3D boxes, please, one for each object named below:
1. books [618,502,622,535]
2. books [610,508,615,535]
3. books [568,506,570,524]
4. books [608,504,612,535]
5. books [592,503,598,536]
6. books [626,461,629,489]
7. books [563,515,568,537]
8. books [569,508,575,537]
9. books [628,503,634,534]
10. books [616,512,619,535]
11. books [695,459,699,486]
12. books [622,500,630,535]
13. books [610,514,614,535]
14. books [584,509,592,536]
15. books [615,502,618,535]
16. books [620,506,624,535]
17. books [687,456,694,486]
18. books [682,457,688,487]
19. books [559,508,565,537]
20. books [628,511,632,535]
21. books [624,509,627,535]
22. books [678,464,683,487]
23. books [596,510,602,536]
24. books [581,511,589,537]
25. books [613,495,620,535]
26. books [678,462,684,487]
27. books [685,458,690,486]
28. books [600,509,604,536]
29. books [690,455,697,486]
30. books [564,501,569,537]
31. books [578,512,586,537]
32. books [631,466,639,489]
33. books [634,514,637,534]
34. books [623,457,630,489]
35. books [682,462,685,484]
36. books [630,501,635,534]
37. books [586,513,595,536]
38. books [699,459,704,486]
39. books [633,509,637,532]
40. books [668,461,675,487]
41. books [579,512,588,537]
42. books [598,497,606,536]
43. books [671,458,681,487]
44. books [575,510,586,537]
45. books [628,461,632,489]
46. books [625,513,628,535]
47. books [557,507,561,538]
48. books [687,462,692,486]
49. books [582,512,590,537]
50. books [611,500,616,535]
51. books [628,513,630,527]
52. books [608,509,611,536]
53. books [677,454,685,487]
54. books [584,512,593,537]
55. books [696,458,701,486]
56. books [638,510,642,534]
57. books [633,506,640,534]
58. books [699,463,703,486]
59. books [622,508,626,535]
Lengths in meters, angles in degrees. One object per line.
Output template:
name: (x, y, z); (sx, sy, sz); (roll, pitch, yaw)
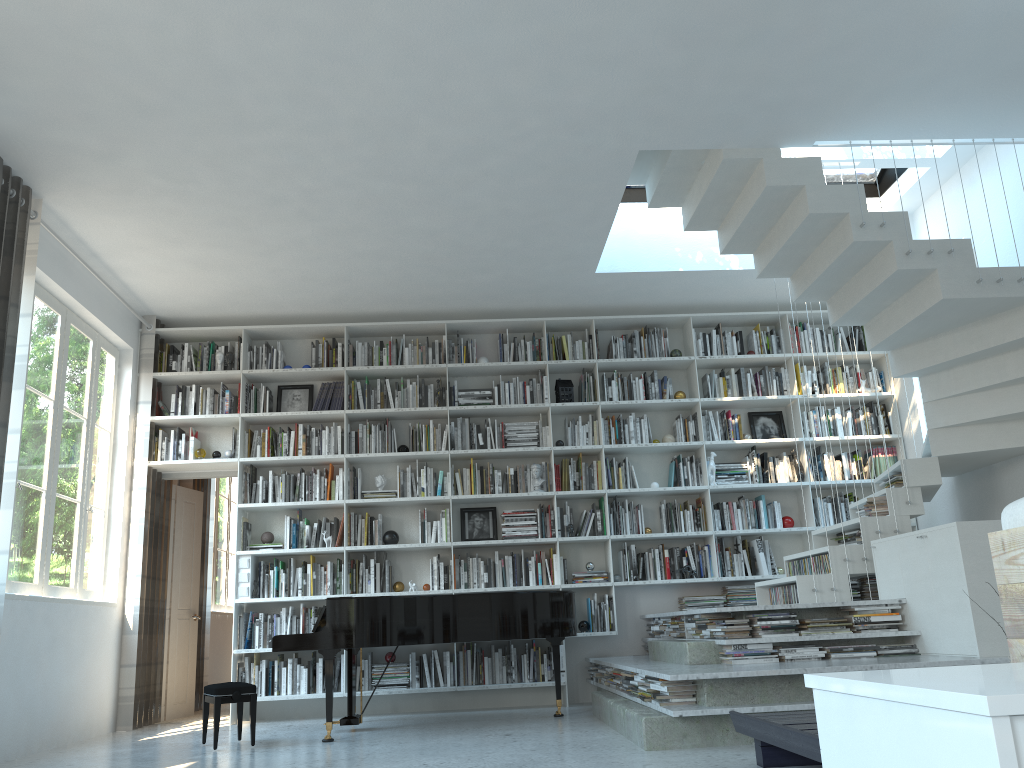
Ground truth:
books: (0.881, 1.121, 7.304); (0.005, 0.283, 0.159); (-2, -15, -3)
books: (0.823, 1.151, 7.317); (0.011, 0.238, 0.137); (-2, -15, -3)
books: (0.464, 1.148, 7.296); (0.012, 0.265, 0.158); (-2, -15, -3)
books: (0.798, 1.133, 7.300); (0.010, 0.266, 0.158); (-2, -15, -3)
books: (0.681, 1.131, 7.307); (0.013, 0.285, 0.139); (-2, -15, -3)
books: (0.949, 0.773, 7.412); (0.006, 0.273, 0.167); (-2, -15, -3)
books: (0.434, 1.178, 7.260); (0.027, 0.191, 0.183); (-2, -15, -3)
books: (0.488, 1.156, 7.295); (0.035, 0.247, 0.141); (-2, -15, -3)
books: (0.973, 1.127, 7.311); (0.012, 0.266, 0.183); (-2, -15, -3)
books: (0.860, 1.164, 7.307); (0.013, 0.204, 0.154); (-2, -15, -3)
books: (1.535, 0.768, 7.446); (0.013, 0.244, 0.159); (-2, -15, -3)
books: (0.940, 1.112, 7.307); (0.014, 0.296, 0.175); (-2, -15, -3)
books: (0.811, 1.173, 7.301); (0.015, 0.187, 0.168); (-2, -15, -3)
books: (0.614, 1.156, 7.293); (0.094, 0.238, 0.150); (-2, -15, -3)
books: (0.849, 1.125, 7.309); (0.006, 0.280, 0.155); (-2, -15, -3)
books: (0.891, 1.138, 7.302); (0.013, 0.248, 0.165); (-2, -15, -3)
books: (1.486, 0.756, 7.447); (0.032, 0.274, 0.155); (-2, -15, -3)
books: (1.438, 0.760, 7.434); (0.018, 0.262, 0.165); (-2, -15, -3)
books: (0.404, 1.155, 7.286); (0.028, 0.252, 0.143); (-2, -15, -3)
books: (0.961, 1.161, 7.313); (0.013, 0.202, 0.167); (-2, -15, -3)
books: (0.915, 1.153, 7.302); (0.013, 0.217, 0.161); (-2, -15, -3)
books: (1.395, 0.787, 7.423); (0.006, 0.209, 0.188); (-2, -15, -3)
books: (0.704, 1.155, 7.280); (0.029, 0.222, 0.171); (-2, -15, -3)
books: (0.588, 1.166, 7.296); (0.095, 0.225, 0.144); (-2, -15, -3)
books: (0.866, 1.100, 7.334); (0.007, 0.341, 0.150); (-2, -15, -3)
books: (1.404, 0.782, 7.425); (0.013, 0.218, 0.188); (-2, -15, -3)
books: (1.455, 0.762, 7.436); (0.015, 0.258, 0.152); (-2, -15, -3)
books: (0.729, 1.155, 7.293); (0.021, 0.226, 0.148); (-2, -15, -3)
books: (1.510, 0.750, 7.427); (0.012, 0.273, 0.184); (-2, -15, -3)
books: (0.451, 1.127, 7.291); (0.013, 0.306, 0.141); (-2, -15, -3)
books: (0.564, 1.167, 7.288); (0.088, 0.219, 0.139); (-2, -15, -3)
books: (1.013, 0.797, 7.389); (0.051, 0.209, 0.177); (-2, -15, -3)
books: (1.003, 1.173, 7.315); (0.013, 0.178, 0.141); (-2, -15, -3)
books: (0.958, 0.766, 7.415); (0.013, 0.286, 0.159); (-2, -15, -3)
books: (1.426, 0.781, 7.444); (0.007, 0.229, 0.147); (-2, -15, -3)
books: (0.991, 1.122, 7.329); (0.006, 0.284, 0.160); (-2, -15, -3)
books: (0.632, 1.173, 7.288); (0.091, 0.204, 0.169); (-2, -15, -3)
books: (1.581, 0.763, 7.438); (0.010, 0.245, 0.159); (-2, -15, -3)
books: (1.013, 1.152, 7.323); (0.008, 0.222, 0.134); (-2, -15, -3)
books: (1.335, 0.778, 7.436); (0.056, 0.240, 0.154); (-2, -15, -3)
books: (0.573, 1.168, 7.273); (0.089, 0.209, 0.176); (-2, -15, -3)
books: (0.744, 1.107, 7.304); (0.014, 0.324, 0.183); (-2, -15, -3)
books: (1.372, 0.763, 7.435); (0.021, 0.263, 0.174); (-2, -15, -3)
books: (0.556, 1.159, 7.270); (0.095, 0.227, 0.190); (-2, -15, -3)
books: (0.981, 0.783, 7.419); (0.007, 0.253, 0.161); (-2, -15, -3)
books: (0.929, 1.166, 7.294); (0.013, 0.186, 0.184); (-2, -15, -3)
books: (0.378, 1.152, 7.289); (0.024, 0.262, 0.154); (-2, -15, -3)
books: (1.469, 0.776, 7.425); (0.012, 0.223, 0.178); (-2, -15, -3)
books: (0.599, 1.171, 7.290); (0.090, 0.211, 0.143); (-2, -15, -3)
books: (0.837, 1.119, 7.311); (0.018, 0.294, 0.178); (-2, -15, -3)
books: (0.951, 1.141, 7.320); (0.007, 0.246, 0.153); (-2, -15, -3)
books: (0.788, 1.155, 7.301); (0.012, 0.225, 0.147); (-2, -15, -3)
books: (1.415, 0.749, 7.450); (0.013, 0.294, 0.154); (-2, -15, -3)
books: (0.618, 1.171, 7.300); (0.090, 0.214, 0.139); (-2, -15, -3)
books: (1.548, 0.759, 7.431); (0.011, 0.252, 0.169); (-2, -15, -3)
books: (1.039, 1.155, 7.310); (0.014, 0.207, 0.181); (-2, -15, -3)
books: (1.024, 1.141, 7.316); (0.015, 0.237, 0.177); (-2, -15, -3)
books: (1.565, 0.783, 7.441); (0.023, 0.211, 0.165); (-2, -15, -3)
books: (0.904, 1.146, 7.290); (0.011, 0.225, 0.188); (-2, -15, -3)
